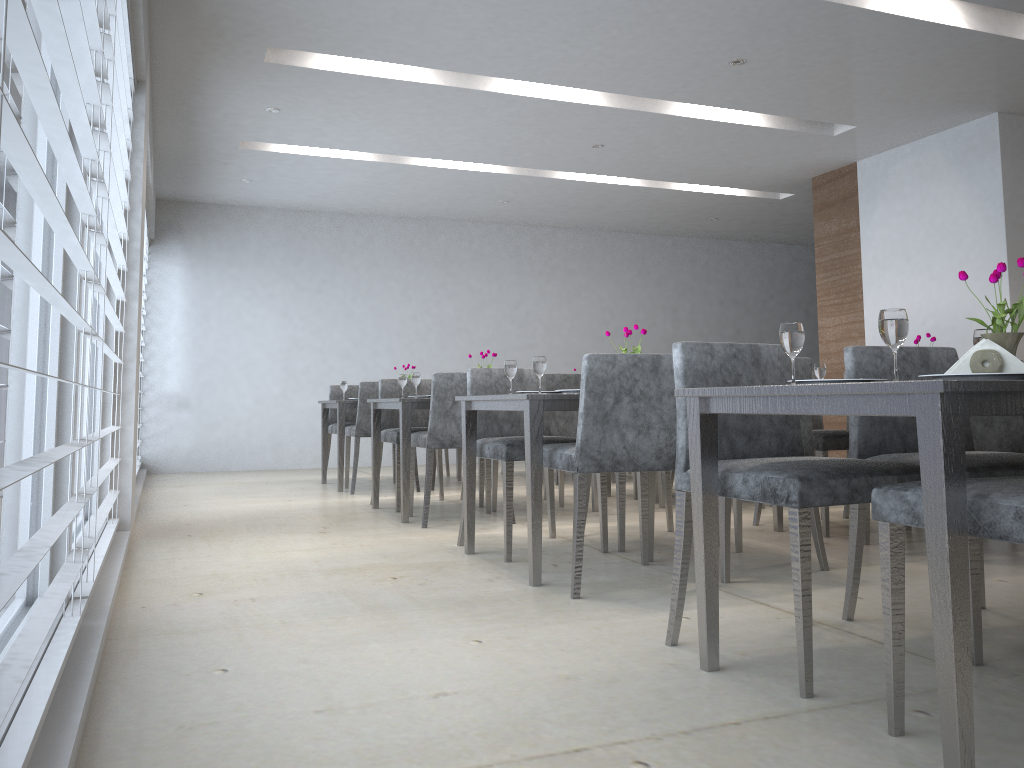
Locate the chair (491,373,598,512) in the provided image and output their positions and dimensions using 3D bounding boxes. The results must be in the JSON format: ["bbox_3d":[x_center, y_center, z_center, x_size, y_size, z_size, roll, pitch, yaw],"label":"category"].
[{"bbox_3d":[0.193,0.330,4.878,0.476,0.767,0.489,2,-5,-26],"label":"chair"}]

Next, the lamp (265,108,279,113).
[{"bbox_3d":[-1.548,-1.767,5.710,0.089,0.007,0.088,-1,-1,24],"label":"lamp"}]

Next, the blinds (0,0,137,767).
[{"bbox_3d":[-0.472,-0.493,0.737,0.045,2.054,7.064,2,-2,-21],"label":"blinds"}]

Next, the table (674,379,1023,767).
[{"bbox_3d":[1.080,0.321,1.913,1.188,0.639,0.773,0,-3,-21],"label":"table"}]

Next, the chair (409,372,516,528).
[{"bbox_3d":[-0.276,0.328,4.633,0.477,0.767,0.489,1,-5,-16],"label":"chair"}]

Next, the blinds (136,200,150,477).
[{"bbox_3d":[-2.671,-0.353,6.312,0.045,2.056,3.633,2,-3,-21],"label":"blinds"}]

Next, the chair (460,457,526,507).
[{"bbox_3d":[-0.038,0.345,5.491,0.477,0.767,0.489,1,-5,-16],"label":"chair"}]

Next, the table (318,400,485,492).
[{"bbox_3d":[-0.813,0.441,6.712,1.188,0.639,0.773,0,-3,-21],"label":"table"}]

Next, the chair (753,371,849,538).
[{"bbox_3d":[1.490,0.307,4.269,0.476,0.767,0.489,2,-5,-26],"label":"chair"}]

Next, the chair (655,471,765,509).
[{"bbox_3d":[1.137,0.330,5.186,0.477,0.767,0.489,1,-5,-16],"label":"chair"}]

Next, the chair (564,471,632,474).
[{"bbox_3d":[0.725,0.388,7.692,0.477,0.767,0.489,1,-5,-16],"label":"chair"}]

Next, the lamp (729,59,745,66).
[{"bbox_3d":[1.260,-1.805,4.959,0.089,0.007,0.088,-1,-1,24],"label":"lamp"}]

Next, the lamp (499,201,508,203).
[{"bbox_3d":[-0.079,-1.720,8.355,0.089,0.007,0.088,-1,-1,24],"label":"lamp"}]

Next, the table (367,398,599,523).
[{"bbox_3d":[-0.162,0.400,5.064,1.188,0.639,0.773,0,-3,-21],"label":"table"}]

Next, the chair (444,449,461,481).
[{"bbox_3d":[-0.688,0.387,7.140,0.477,0.767,0.489,1,-5,-16],"label":"chair"}]

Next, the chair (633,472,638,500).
[{"bbox_3d":[0.865,0.347,5.853,0.476,0.767,0.489,2,-5,-26],"label":"chair"}]

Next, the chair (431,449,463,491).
[{"bbox_3d":[-0.457,0.371,6.527,0.476,0.767,0.489,2,-5,-26],"label":"chair"}]

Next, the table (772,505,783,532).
[{"bbox_3d":[1.875,0.362,4.033,1.188,0.639,0.773,0,-3,-21],"label":"table"}]

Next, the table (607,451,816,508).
[{"bbox_3d":[1.251,0.401,5.616,1.188,0.639,0.773,0,-3,-21],"label":"table"}]

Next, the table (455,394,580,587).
[{"bbox_3d":[0.462,0.360,3.480,1.188,0.639,0.773,0,-3,-21],"label":"table"}]

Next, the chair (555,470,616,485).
[{"bbox_3d":[0.487,0.371,6.834,0.477,0.767,0.489,1,-5,-16],"label":"chair"}]

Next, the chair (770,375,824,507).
[{"bbox_3d":[1.606,0.332,5.431,0.476,0.767,0.489,2,-5,-26],"label":"chair"}]

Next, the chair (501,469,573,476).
[{"bbox_3d":[0.215,0.388,7.501,0.476,0.767,0.489,2,-5,-26],"label":"chair"}]

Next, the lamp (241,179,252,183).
[{"bbox_3d":[-2.255,-1.722,7.504,0.089,0.007,0.088,-1,-1,24],"label":"lamp"}]

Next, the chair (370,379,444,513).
[{"bbox_3d":[-0.548,0.345,5.300,0.476,0.767,0.489,2,-5,-26],"label":"chair"}]

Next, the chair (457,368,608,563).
[{"bbox_3d":[0.076,0.305,3.716,0.476,0.767,0.489,2,-5,-26],"label":"chair"}]

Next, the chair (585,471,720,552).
[{"bbox_3d":[0.587,0.306,3.907,0.477,0.767,0.489,1,-5,-16],"label":"chair"}]

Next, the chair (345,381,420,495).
[{"bbox_3d":[-0.927,0.369,6.282,0.477,0.767,0.489,1,-5,-16],"label":"chair"}]

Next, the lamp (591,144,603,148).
[{"bbox_3d":[0.628,-1.765,6.561,0.089,0.007,0.088,-1,-1,24],"label":"lamp"}]

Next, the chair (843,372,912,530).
[{"bbox_3d":[2.000,0.307,4.460,0.477,0.767,0.489,1,-5,-16],"label":"chair"}]

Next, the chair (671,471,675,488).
[{"bbox_3d":[1.375,0.347,6.044,0.477,0.767,0.489,1,-5,-16],"label":"chair"}]

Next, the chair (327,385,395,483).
[{"bbox_3d":[-1.199,0.386,6.949,0.476,0.767,0.489,2,-5,-26],"label":"chair"}]
